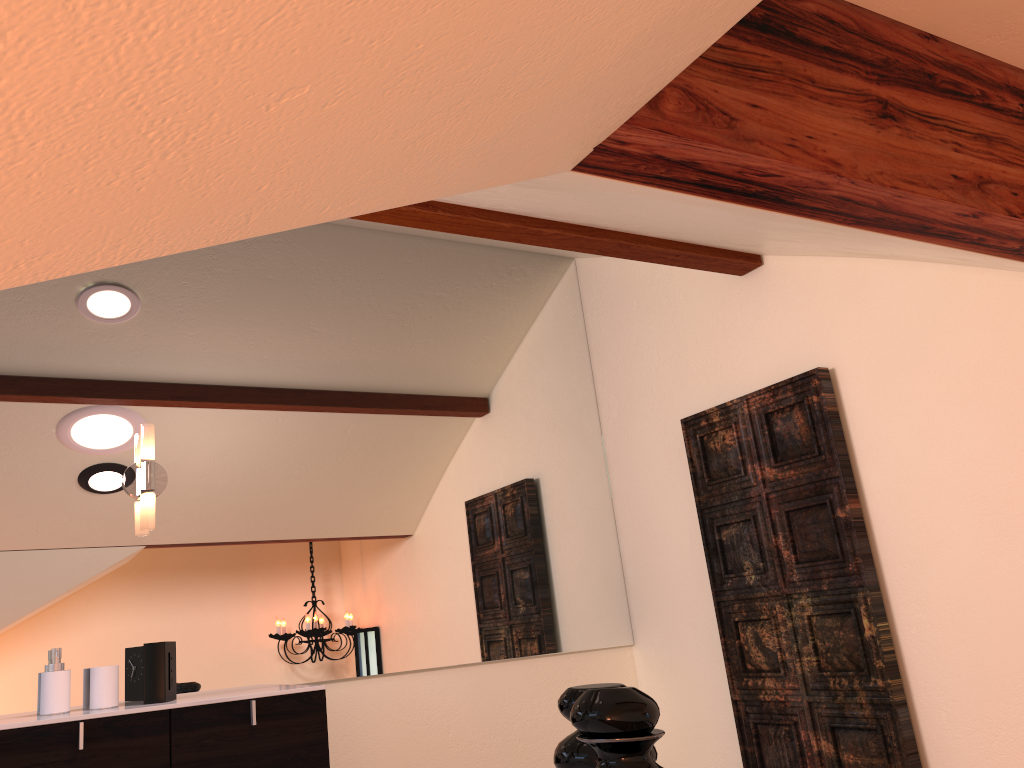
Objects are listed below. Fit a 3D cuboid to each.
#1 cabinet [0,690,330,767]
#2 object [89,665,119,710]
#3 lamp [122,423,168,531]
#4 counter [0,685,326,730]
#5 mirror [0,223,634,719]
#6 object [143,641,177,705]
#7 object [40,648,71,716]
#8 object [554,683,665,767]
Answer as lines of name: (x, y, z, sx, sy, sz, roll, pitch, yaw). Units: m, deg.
cabinet: (-1.361, 1.394, 2.051, 1.857, 0.914, 0.389, 3, -18, -30)
object: (-1.125, 0.930, 2.446, 0.073, 0.121, 0.074, 4, -19, -34)
lamp: (-1.127, 0.321, 2.735, 0.131, 0.361, 0.084, 2, -18, -30)
counter: (-1.383, 1.075, 2.111, 1.857, 0.293, 0.446, 4, -19, -30)
mirror: (-1.024, 0.170, 2.905, 3.237, 1.825, 0.011, 3, -18, -30)
object: (-0.984, 0.895, 2.478, 0.067, 0.176, 0.117, -4, -16, -8)
object: (-1.242, 0.897, 2.409, 0.073, 0.188, 0.081, -9, -15, 9)
object: (0.139, 0.599, 1.274, 0.156, 0.226, 0.279, -6, -16, -1)
